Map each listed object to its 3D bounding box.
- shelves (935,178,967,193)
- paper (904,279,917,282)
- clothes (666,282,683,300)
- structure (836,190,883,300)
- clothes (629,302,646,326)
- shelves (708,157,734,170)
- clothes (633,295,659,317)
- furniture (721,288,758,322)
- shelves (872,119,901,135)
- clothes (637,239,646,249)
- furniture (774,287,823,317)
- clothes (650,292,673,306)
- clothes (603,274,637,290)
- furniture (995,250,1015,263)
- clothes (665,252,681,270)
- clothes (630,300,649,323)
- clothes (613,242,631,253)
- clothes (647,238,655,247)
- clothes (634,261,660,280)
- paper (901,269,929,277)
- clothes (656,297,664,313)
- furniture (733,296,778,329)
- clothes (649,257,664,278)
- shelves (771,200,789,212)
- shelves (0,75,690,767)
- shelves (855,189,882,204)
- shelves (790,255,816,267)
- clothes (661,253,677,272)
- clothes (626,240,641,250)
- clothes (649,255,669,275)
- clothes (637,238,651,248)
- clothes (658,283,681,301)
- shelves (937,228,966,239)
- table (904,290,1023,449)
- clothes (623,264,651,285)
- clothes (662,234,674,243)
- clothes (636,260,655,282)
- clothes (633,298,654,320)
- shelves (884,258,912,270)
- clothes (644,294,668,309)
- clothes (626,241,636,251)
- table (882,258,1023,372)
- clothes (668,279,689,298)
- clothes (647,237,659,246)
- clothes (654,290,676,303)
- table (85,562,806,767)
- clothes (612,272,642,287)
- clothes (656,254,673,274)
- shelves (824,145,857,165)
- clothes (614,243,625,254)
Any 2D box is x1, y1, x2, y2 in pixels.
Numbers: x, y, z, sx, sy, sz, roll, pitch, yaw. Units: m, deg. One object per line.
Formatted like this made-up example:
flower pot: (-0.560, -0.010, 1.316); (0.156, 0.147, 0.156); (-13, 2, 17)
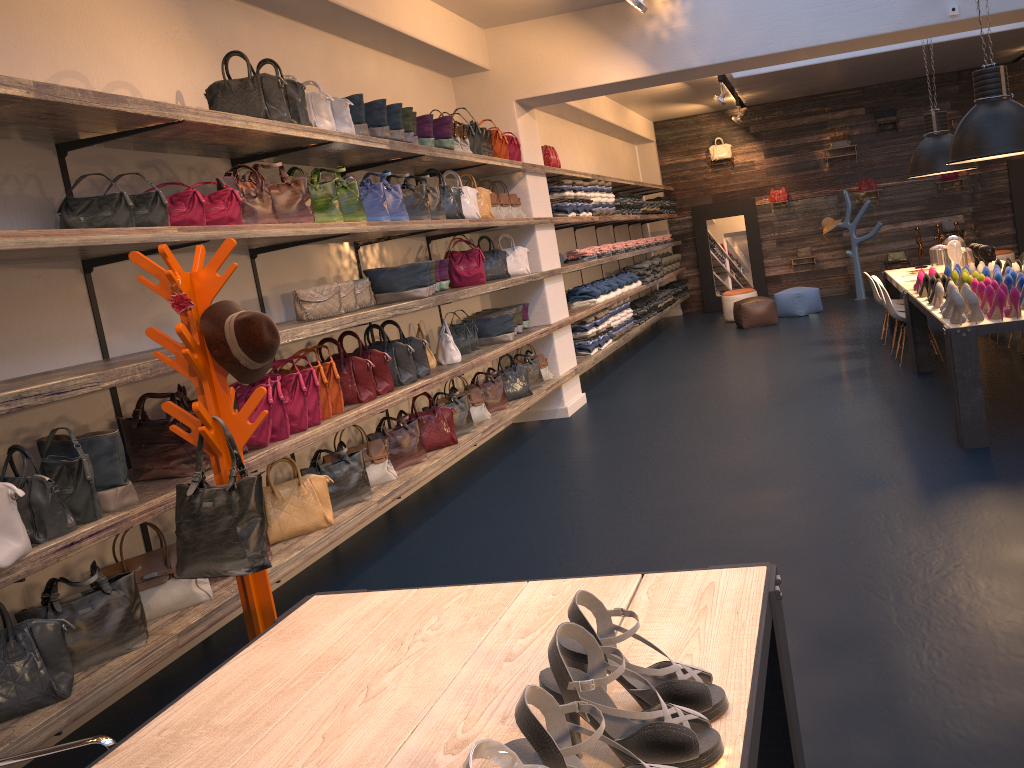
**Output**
shelves: (7.475, -3.371, 14.778); (0.477, 0.184, 0.210); (-6, 8, 13)
paper: (4.144, -1.050, 8.465); (0.785, 0.014, 0.307); (-14, 10, -34)
clothes: (2.737, -1.579, 14.784); (0.361, 0.298, 0.327); (-8, 7, 5)
structure: (5.660, -2.292, 14.247); (0.885, 1.800, 0.189); (-3, 9, 43)
clothes: (1.590, -0.917, 11.458); (0.353, 0.298, 0.344); (-6, 8, 19)
shelves: (3.718, -3.902, 15.388); (0.435, 0.156, 0.256); (-6, 8, 14)
clothes: (1.914, -1.107, 12.421); (0.332, 0.298, 0.326); (-6, 8, 23)
furniture: (3.631, -1.259, 13.794); (0.552, 0.478, 0.611); (-6, 8, 19)
shelves: (6.397, -4.382, 14.815); (0.435, 0.178, 0.256); (-6, 8, 14)
clothes: (1.775, -2.024, 12.684); (0.324, 0.158, 0.345); (-2, 10, 37)
furniture: (4.414, -1.285, 13.418); (0.704, 0.421, 0.596); (-14, 9, -34)
clothes: (2.304, -1.335, 13.718); (0.389, 0.250, 0.371); (-5, 9, 26)
clothes: (1.369, -1.316, 11.340); (0.393, 0.239, 0.463); (-4, 9, 32)
furniture: (7.914, -1.930, 14.174); (0.552, 0.478, 0.611); (-6, 8, 19)
clothes: (2.791, -2.167, 15.253); (0.317, 0.340, 0.418); (-6, 8, 24)
clothes: (1.691, -0.980, 11.780); (0.361, 0.298, 0.327); (-8, 7, 5)
clothes: (1.412, -1.813, 11.578); (0.310, 0.154, 0.364); (-7, 8, 12)
clothes: (2.021, -2.164, 13.390); (0.324, 0.158, 0.345); (-2, 10, 37)
clothes: (2.016, -1.679, 12.913); (0.369, 0.301, 0.358); (-8, 7, 5)
paper: (4.319, -1.186, 9.211); (0.312, 0.014, 0.773); (-4, 9, 27)
clothes: (2.027, -1.176, 12.922); (0.389, 0.250, 0.371); (-5, 9, 26)
furniture: (3.592, -1.079, 12.829); (0.653, 0.421, 0.648); (-8, 8, 0)
clothes: (2.135, -1.760, 13.285); (0.386, 0.316, 0.363); (-8, 7, 3)
shelves: (4.728, -3.134, 15.303); (0.292, 0.156, 0.256); (-6, 8, 15)
shelves: (3.713, -1.196, 6.775); (8.269, 2.219, 17.652); (-5, 9, 19)
shelves: (6.172, -3.234, 15.018); (0.435, 0.210, 0.256); (-6, 8, 14)
shelves: (5.159, -2.168, 15.361); (0.435, 0.143, 0.256); (-6, 8, 14)
clothes: (2.640, -2.080, 14.821); (0.317, 0.340, 0.418); (-6, 8, 24)
clothes: (1.658, -1.953, 12.284); (0.310, 0.154, 0.364); (-7, 8, 12)
clothes: (2.340, -1.908, 13.957); (0.317, 0.340, 0.418); (-6, 8, 24)
clothes: (1.910, -2.098, 13.006); (0.310, 0.154, 0.364); (-7, 8, 12)
clothes: (2.636, -1.516, 14.462); (0.353, 0.298, 0.344); (-6, 8, 19)
shelves: (7.526, -2.542, 14.864); (0.435, 0.183, 0.256); (-6, 8, 14)
table: (3.663, -0.278, 6.326); (1.182, 0.738, 2.662); (-6, 9, 19)
clothes: (1.747, -1.525, 12.141); (0.369, 0.301, 0.358); (-8, 7, 5)
clothes: (2.661, -2.528, 15.162); (0.310, 0.154, 0.364); (-7, 8, 12)
clothes: (1.866, -1.605, 12.512); (0.386, 0.316, 0.363); (-8, 7, 3)
clothes: (1.802, -1.043, 12.100); (0.338, 0.298, 0.320); (-6, 8, 16)
shelves: (6.711, -2.070, 15.081); (0.435, 0.156, 0.256); (-6, 8, 14)
clothes: (2.164, -1.254, 13.309); (0.401, 0.250, 0.361); (-7, 8, 14)
clothes: (1.524, -1.879, 11.962); (0.324, 0.158, 0.345); (-2, 10, 37)
table: (4.530, -0.775, 8.816); (1.182, 0.738, 2.662); (-6, 9, 19)
clothes: (2.903, -1.675, 15.269); (0.348, 0.297, 0.681); (-6, 8, 20)
clothes: (2.156, -2.239, 13.712); (0.310, 0.154, 0.364); (-7, 8, 12)
clothes: (2.441, -1.413, 14.105); (0.401, 0.250, 0.361); (-7, 8, 14)
table: (-0.320, 1.093, 0.979); (1.182, 0.738, 2.662); (-6, 9, 19)
clothes: (1.506, -1.395, 11.733); (0.407, 0.239, 0.449); (-6, 8, 16)
clothes: (2.490, -1.994, 14.389); (0.317, 0.340, 0.418); (-6, 8, 24)
shelves: (5.698, -3.928, 15.009); (0.538, 0.315, 0.255); (-7, 7, 13)
clothes: (1.278, -1.739, 11.256); (0.324, 0.158, 0.345); (-2, 10, 37)
